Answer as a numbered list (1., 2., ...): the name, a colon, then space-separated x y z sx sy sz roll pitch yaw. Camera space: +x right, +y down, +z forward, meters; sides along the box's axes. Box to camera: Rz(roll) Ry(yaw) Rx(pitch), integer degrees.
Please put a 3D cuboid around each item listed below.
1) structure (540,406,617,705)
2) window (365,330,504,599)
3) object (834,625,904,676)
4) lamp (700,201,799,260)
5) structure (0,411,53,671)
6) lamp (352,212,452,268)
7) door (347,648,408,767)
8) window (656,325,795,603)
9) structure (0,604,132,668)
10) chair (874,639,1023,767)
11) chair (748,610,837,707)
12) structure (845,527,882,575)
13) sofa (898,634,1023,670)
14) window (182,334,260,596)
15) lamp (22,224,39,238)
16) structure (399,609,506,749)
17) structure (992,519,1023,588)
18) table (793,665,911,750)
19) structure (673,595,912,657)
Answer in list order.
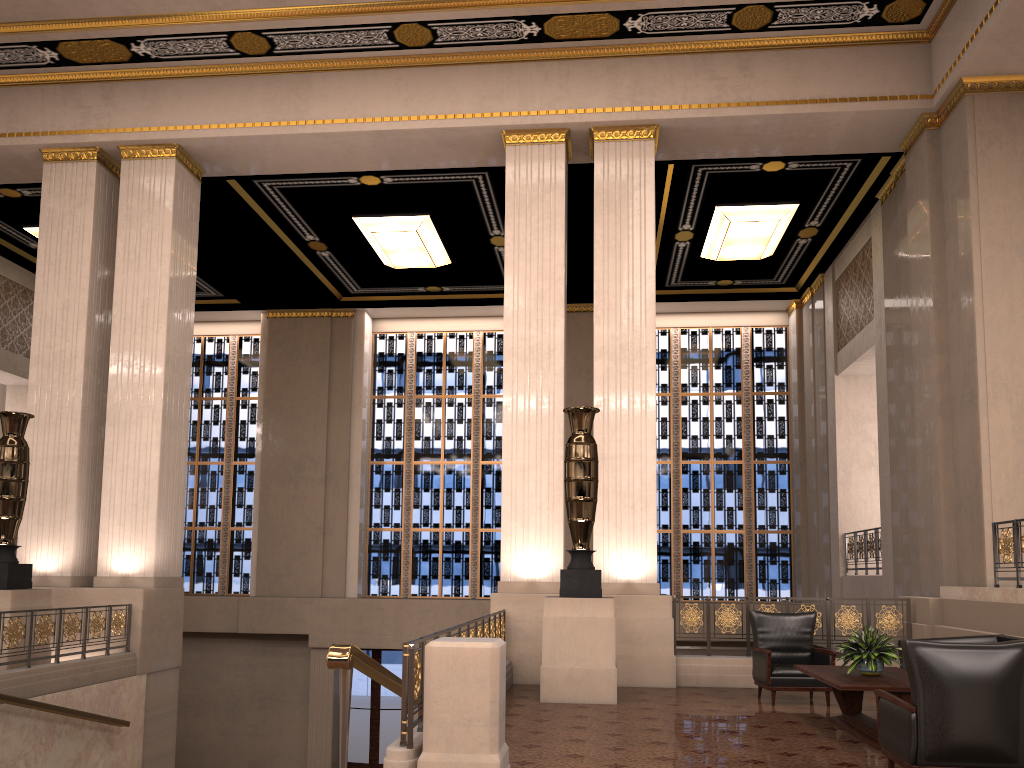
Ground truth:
1. structure: 0.657 1.620 8.525 0.700 2.755 0.709 0 -6 6
2. window: -1.386 1.574 17.574 2.987 5.295 0.070 0 -6 6
3. object: 2.694 2.006 6.656 0.505 0.371 0.530 -7 -13 38
4. lamp: 3.610 -2.289 13.586 1.167 0.211 2.051 -1 -12 6
5. structure: -5.242 1.683 9.123 0.700 2.755 0.709 0 -6 6
6. lamp: -1.713 -2.232 14.126 1.167 0.211 2.051 -1 -12 6
7. door: -2.585 6.355 16.716 1.491 2.692 0.157 0 -6 6
8. window: 3.867 1.518 17.042 2.987 5.295 0.070 0 -6 6
9. structure: -4.542 2.208 7.465 0.079 0.529 5.020 0 -12 6
10. chair: 2.449 1.835 4.921 0.647 0.833 0.728 0 -9 6
11. chair: 2.642 2.580 8.339 0.647 0.833 0.728 1 -9 1
12. structure: 5.238 2.488 13.035 0.031 0.658 2.192 0 -12 6
13. sofa: 3.621 2.269 6.551 0.875 0.696 1.955 0 -12 6
14. window: -6.463 1.628 18.089 2.987 5.295 0.070 0 -6 6
15. lamp: -6.946 -2.176 14.657 1.167 0.211 2.051 -1 -12 6
16. structure: -0.331 2.163 7.038 0.079 0.529 5.021 0 -12 5
17. structure: 4.450 1.245 6.641 0.032 0.615 3.757 0 -12 6
18. table: 2.705 2.410 6.627 0.839 0.429 1.500 0 -12 6
19. structure: 3.034 2.648 9.598 2.534 0.647 0.032 -1 -6 6
